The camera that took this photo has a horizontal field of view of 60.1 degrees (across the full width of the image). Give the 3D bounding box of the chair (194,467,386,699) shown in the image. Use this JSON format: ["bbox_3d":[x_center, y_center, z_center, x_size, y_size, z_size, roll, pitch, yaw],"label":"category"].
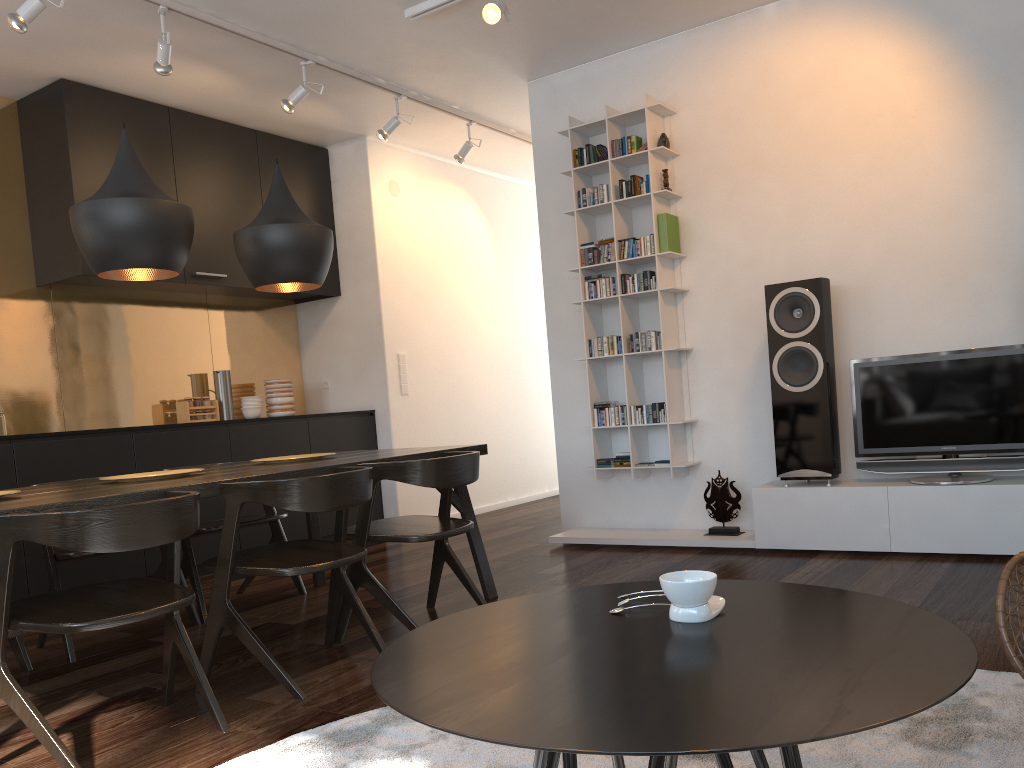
[{"bbox_3d":[-0.715,0.635,2.952,0.521,0.673,0.591,-4,1,35],"label":"chair"}]

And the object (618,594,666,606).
[{"bbox_3d":[0.266,0.374,1.541,0.164,0.016,0.025,-5,0,9],"label":"object"}]

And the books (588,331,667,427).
[{"bbox_3d":[0.672,-0.027,4.994,0.470,0.512,0.122,-4,2,34],"label":"books"}]

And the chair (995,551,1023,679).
[{"bbox_3d":[1.408,0.401,1.617,0.684,0.711,0.719,-5,1,-23],"label":"chair"}]

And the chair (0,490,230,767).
[{"bbox_3d":[-1.093,0.651,2.386,0.521,0.673,0.591,-4,1,33],"label":"chair"}]

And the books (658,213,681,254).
[{"bbox_3d":[0.861,-0.815,4.842,0.049,0.214,0.165,-3,2,34],"label":"books"}]

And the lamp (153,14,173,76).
[{"bbox_3d":[-1.838,-0.724,4.839,0.089,1.852,1.835,-6,1,-22],"label":"lamp"}]

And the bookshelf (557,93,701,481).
[{"bbox_3d":[0.659,-0.501,5.004,0.640,2.081,0.226,-3,3,34],"label":"bookshelf"}]

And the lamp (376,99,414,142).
[{"bbox_3d":[-0.711,-1.607,5.390,0.251,0.240,0.085,-4,2,10],"label":"lamp"}]

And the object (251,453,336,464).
[{"bbox_3d":[-0.925,0.317,3.751,0.356,0.017,0.354,-6,-2,38],"label":"object"}]

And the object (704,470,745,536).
[{"bbox_3d":[1.132,0.636,4.762,0.213,0.351,0.121,-3,3,35],"label":"object"}]

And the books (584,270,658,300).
[{"bbox_3d":[0.634,-0.553,4.971,0.468,0.113,0.122,-5,0,34],"label":"books"}]

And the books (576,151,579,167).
[{"bbox_3d":[0.387,-1.269,5.023,0.014,0.092,0.069,-3,2,34],"label":"books"}]

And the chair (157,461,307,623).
[{"bbox_3d":[-1.367,0.718,4.191,0.521,0.673,0.591,-4,1,34],"label":"chair"}]

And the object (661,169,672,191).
[{"bbox_3d":[0.841,-1.104,4.820,0.045,0.140,0.064,-3,2,25],"label":"object"}]

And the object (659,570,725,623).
[{"bbox_3d":[0.302,0.342,1.438,0.138,0.069,0.091,-4,0,-44],"label":"object"}]

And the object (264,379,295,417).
[{"bbox_3d":[-1.641,0.103,6.248,0.198,0.265,0.197,-4,1,9],"label":"object"}]

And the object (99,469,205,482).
[{"bbox_3d":[-1.299,0.333,3.201,0.356,0.017,0.355,-5,-1,15],"label":"object"}]

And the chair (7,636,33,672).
[{"bbox_3d":[-2.129,0.752,3.120,0.521,0.673,0.591,-4,1,30],"label":"chair"}]

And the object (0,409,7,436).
[{"bbox_3d":[-2.686,0.200,4.578,0.088,0.152,0.176,-4,0,11],"label":"object"}]

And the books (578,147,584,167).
[{"bbox_3d":[0.401,-1.278,5.011,0.023,0.107,0.068,-3,2,34],"label":"books"}]

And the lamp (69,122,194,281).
[{"bbox_3d":[-1.361,-0.661,3.163,0.411,0.542,0.409,-4,1,11],"label":"lamp"}]

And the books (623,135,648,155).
[{"bbox_3d":[0.700,-1.305,4.843,0.161,0.110,0.101,-5,1,34],"label":"books"}]

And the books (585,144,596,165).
[{"bbox_3d":[0.445,-1.286,4.983,0.029,0.116,0.074,-3,2,34],"label":"books"}]

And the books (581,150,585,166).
[{"bbox_3d":[0.418,-1.272,5.002,0.014,0.092,0.069,-3,2,34],"label":"books"}]

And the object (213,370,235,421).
[{"bbox_3d":[-1.930,0.081,5.964,0.114,0.341,0.163,-3,3,37],"label":"object"}]

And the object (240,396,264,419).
[{"bbox_3d":[-1.784,0.162,6.074,0.157,0.160,0.154,-5,1,-28],"label":"object"}]

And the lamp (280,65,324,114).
[{"bbox_3d":[-1.131,-1.589,4.769,0.251,0.240,0.085,-5,2,5],"label":"lamp"}]

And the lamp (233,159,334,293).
[{"bbox_3d":[-0.970,-0.678,3.739,0.410,0.542,0.410,-5,1,-8],"label":"lamp"}]

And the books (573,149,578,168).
[{"bbox_3d":[0.376,-1.275,5.033,0.016,0.107,0.068,-3,2,34],"label":"books"}]

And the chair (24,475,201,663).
[{"bbox_3d":[-1.707,0.733,3.690,0.521,0.673,0.591,-4,1,32],"label":"chair"}]

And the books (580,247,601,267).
[{"bbox_3d":[0.459,-0.722,5.053,0.101,0.104,0.095,-4,1,34],"label":"books"}]

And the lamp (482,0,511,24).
[{"bbox_3d":[-0.070,-1.695,3.938,0.085,0.240,0.250,-4,1,16],"label":"lamp"}]

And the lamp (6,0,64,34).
[{"bbox_3d":[-1.929,-1.555,3.591,0.250,0.240,0.085,-5,2,0],"label":"lamp"}]

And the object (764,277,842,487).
[{"bbox_3d":[1.472,0.001,4.417,0.295,1.005,0.279,-3,3,34],"label":"object"}]

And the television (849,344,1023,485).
[{"bbox_3d":[2.014,0.150,4.080,0.344,0.602,0.790,-6,1,-37],"label":"television"}]

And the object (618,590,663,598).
[{"bbox_3d":[0.272,0.375,1.584,0.168,0.015,0.015,-5,0,22],"label":"object"}]

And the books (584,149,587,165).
[{"bbox_3d":[0.430,-1.273,4.995,0.014,0.092,0.069,-3,2,34],"label":"books"}]

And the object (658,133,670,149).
[{"bbox_3d":[0.826,-1.314,4.812,0.064,0.101,0.060,-4,2,11],"label":"object"}]

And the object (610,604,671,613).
[{"bbox_3d":[0.227,0.379,1.500,0.124,0.010,0.026,-5,-1,1],"label":"object"}]

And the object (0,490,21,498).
[{"bbox_3d":[-1.673,0.349,2.651,0.356,0.017,0.354,-6,-2,38],"label":"object"}]

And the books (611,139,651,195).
[{"bbox_3d":[0.679,-1.188,4.870,0.229,0.334,0.107,-4,3,35],"label":"books"}]

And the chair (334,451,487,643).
[{"bbox_3d":[-0.372,0.620,3.457,0.521,0.673,0.591,-4,1,32],"label":"chair"}]
